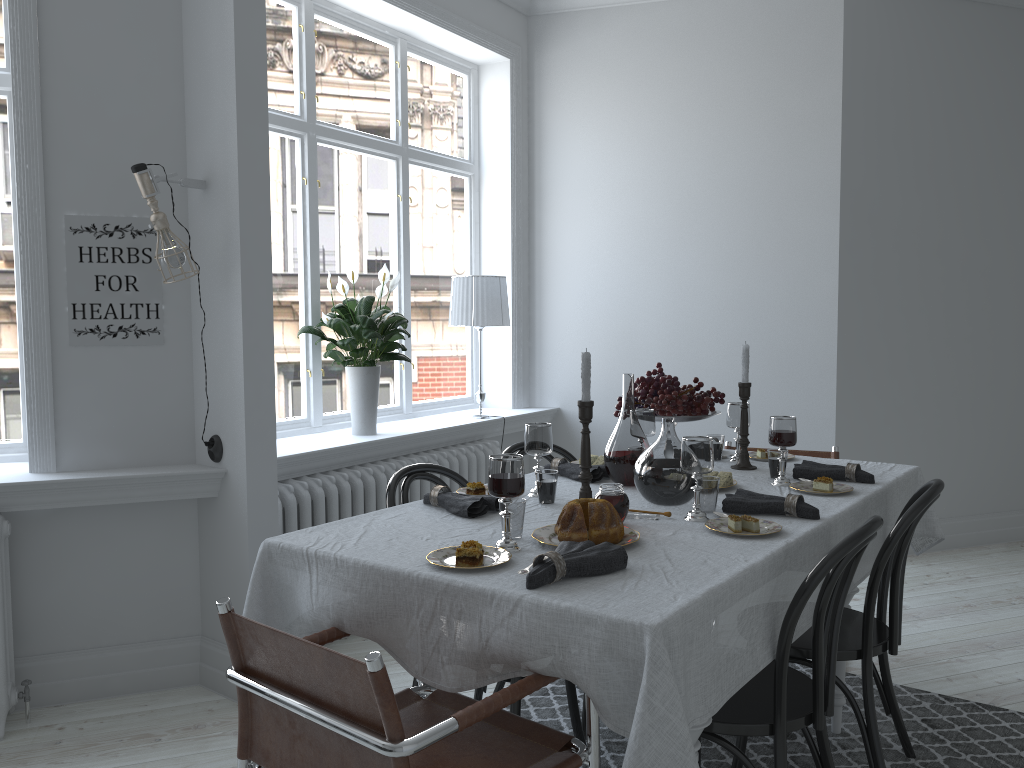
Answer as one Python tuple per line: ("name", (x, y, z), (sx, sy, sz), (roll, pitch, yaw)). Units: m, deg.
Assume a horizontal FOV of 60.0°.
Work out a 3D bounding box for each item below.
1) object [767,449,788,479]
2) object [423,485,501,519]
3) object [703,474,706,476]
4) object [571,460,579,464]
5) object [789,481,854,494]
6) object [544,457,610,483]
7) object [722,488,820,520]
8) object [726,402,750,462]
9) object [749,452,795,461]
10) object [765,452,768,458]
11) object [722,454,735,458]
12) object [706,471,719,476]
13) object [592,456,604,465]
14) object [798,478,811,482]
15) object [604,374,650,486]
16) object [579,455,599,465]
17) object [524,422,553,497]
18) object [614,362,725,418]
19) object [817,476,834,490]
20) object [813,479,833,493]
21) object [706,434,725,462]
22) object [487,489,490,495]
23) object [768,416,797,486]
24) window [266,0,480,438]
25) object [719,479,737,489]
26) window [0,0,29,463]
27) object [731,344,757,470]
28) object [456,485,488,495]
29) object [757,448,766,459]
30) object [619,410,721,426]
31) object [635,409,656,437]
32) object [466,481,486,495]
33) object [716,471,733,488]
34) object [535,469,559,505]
("object", (0.862, 0.261, 2.879), (0.066, 0.094, 0.066), (-3, 5, -32))
("object", (-0.158, 0.319, 2.416), (0.247, 0.061, 0.165), (1, 4, 19))
("object", (0.559, 0.294, 2.728), (0.056, 0.056, 0.100), (-1, 4, -3))
("object", (0.298, 0.287, 3.140), (0.182, 0.013, 0.182), (-2, 4, -21))
("object", (0.931, 0.316, 2.672), (0.182, 0.013, 0.182), (-1, 4, -6))
("object", (0.201, 0.282, 2.913), (0.247, 0.061, 0.165), (1, 4, 19))
("object", (0.700, 0.315, 2.392), (0.247, 0.061, 0.165), (1, 4, 19))
("object", (0.826, 0.177, 3.242), (0.083, 0.215, 0.083), (-2, 4, -16))
("object", (0.959, 0.271, 3.303), (0.182, 0.013, 0.182), (-1, 4, -11))
("object", (0.968, 0.267, 3.309), (0.037, 0.021, 0.057), (-2, 4, -20))
("object", (0.813, 0.269, 3.355), (0.031, 0.012, 0.131), (2, 5, 32))
("object", (0.632, 0.297, 2.768), (0.040, 0.040, 0.077), (0, 4, -1))
("object", (0.310, 0.275, 3.123), (0.039, 0.040, 0.078), (4, 6, 44))
("object", (0.965, 0.308, 2.788), (0.131, 0.012, 0.031), (3, 5, 37))
("object", (0.365, 0.143, 2.786), (0.152, 0.352, 0.152), (2, 5, 30))
("object", (0.276, 0.275, 3.149), (0.040, 0.039, 0.077), (3, 5, 39))
("object", (0.079, 0.225, 2.626), (0.083, 0.215, 0.083), (-2, 4, -16))
("object", (0.580, 0.027, 3.207), (0.347, 0.215, 0.318), (2, 5, 32))
("object", (0.951, 0.301, 2.693), (0.051, 0.039, 0.036), (1, 4, 19))
("object", (0.931, 0.304, 2.657), (0.021, 0.037, 0.057), (-4, 5, -39))
("object", (0.747, 0.235, 3.256), (0.066, 0.094, 0.066), (-3, 5, -32))
("object", (-0.041, 0.311, 2.635), (0.057, 0.041, 0.038), (1, 4, 21))
("object", (0.845, 0.210, 2.771), (0.083, 0.215, 0.083), (-2, 4, -16))
("window", (-0.770, -0.807, 4.461), (0.061, 2.080, 2.079), (2, 5, 32))
("object", (0.572, 0.311, 2.765), (0.251, 0.018, 0.251), (-2, 4, -21))
("window", (-2.625, -0.696, 3.054), (1.716, 2.080, 0.061), (-2, 4, -21))
("object", (0.805, 0.078, 3.072), (0.089, 0.432, 0.089), (0, 4, 2))
("object", (-0.073, 0.325, 2.643), (0.182, 0.013, 0.182), (-2, 4, -21))
("object", (0.927, 0.259, 3.300), (0.021, 0.037, 0.057), (0, 4, 0))
("object", (0.570, 0.192, 3.216), (0.367, 0.188, 0.367), (1, 4, 21))
("object", (0.446, 0.195, 3.021), (0.083, 0.215, 0.083), (-2, 4, -25))
("object", (-0.108, 0.312, 2.647), (0.051, 0.039, 0.036), (-4, 6, -43))
("object", (0.639, 0.290, 2.705), (0.039, 0.040, 0.078), (4, 6, 44))
("object", (0.098, 0.292, 2.506), (0.066, 0.094, 0.066), (-3, 5, -32))
